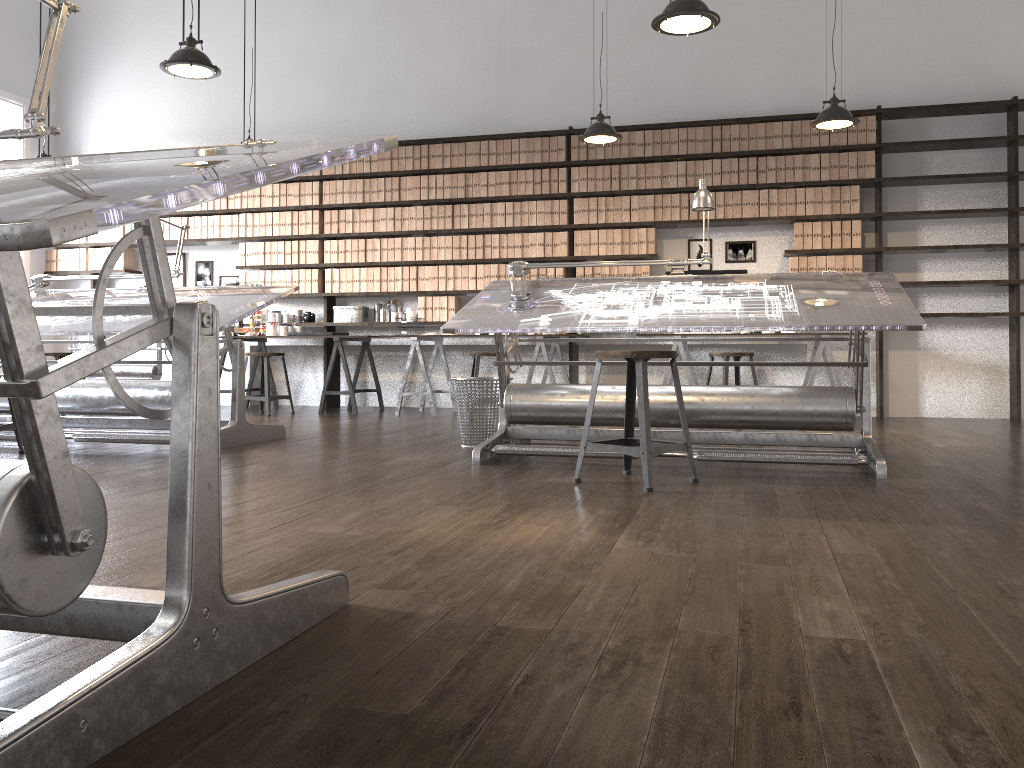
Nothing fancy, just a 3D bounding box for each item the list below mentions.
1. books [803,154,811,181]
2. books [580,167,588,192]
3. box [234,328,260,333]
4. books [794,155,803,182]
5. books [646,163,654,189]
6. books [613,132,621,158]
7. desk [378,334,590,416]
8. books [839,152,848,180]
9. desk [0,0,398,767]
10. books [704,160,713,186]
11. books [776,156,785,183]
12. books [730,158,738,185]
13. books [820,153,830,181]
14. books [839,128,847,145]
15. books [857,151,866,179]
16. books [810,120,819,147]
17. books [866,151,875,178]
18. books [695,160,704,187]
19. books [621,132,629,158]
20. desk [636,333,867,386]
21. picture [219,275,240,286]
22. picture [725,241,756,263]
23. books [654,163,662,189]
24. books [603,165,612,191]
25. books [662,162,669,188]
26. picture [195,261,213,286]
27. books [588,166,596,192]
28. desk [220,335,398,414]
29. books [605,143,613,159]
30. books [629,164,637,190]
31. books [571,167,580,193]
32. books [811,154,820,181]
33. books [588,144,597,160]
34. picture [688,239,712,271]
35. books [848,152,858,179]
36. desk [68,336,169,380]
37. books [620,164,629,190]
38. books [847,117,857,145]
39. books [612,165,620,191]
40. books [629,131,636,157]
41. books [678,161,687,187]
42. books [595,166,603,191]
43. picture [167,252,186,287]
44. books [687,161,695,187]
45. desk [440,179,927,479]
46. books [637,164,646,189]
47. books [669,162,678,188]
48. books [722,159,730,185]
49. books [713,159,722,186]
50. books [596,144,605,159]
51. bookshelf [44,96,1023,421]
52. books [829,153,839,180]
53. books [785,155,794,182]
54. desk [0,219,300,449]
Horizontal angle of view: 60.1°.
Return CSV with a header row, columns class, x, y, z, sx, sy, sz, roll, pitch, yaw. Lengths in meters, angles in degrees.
class,x,y,z,sx,sy,sz,roll,pitch,yaw
books,2.394,-1.734,7.194,0.067,0.226,0.174,0,0,15
books,0.633,-1.751,7.662,0.067,0.226,0.174,0,0,15
box,-2.436,-0.478,8.185,0.212,0.083,0.137,0,1,15
books,2.328,-1.735,7.206,0.067,0.226,0.174,0,0,15
books,1.178,-1.746,7.522,0.067,0.226,0.174,0,0,15
books,0.912,-2.026,7.598,0.067,0.226,0.174,0,0,15
desk,-0.224,-0.073,7.470,1.668,0.670,0.655,0,0,15
books,2.660,-1.732,7.124,0.067,0.226,0.174,0,0,15
desk,-1.292,-0.240,1.593,2.068,1.388,1.076,0,0,15
books,1.640,-1.741,7.394,0.067,0.226,0.174,0,0,15
books,2.196,-1.736,7.248,0.067,0.226,0.174,0,0,15
books,1.841,-1.740,7.341,0.067,0.226,0.174,0,0,15
books,2.524,-1.733,7.155,0.067,0.226,0.174,0,0,15
books,2.652,-2.009,7.129,0.067,0.226,0.174,0,0,15
books,2.792,-1.731,7.087,0.067,0.226,0.174,0,0,15
books,2.451,-2.011,7.182,0.067,0.226,0.174,0,0,15
books,2.852,-1.730,7.069,0.067,0.226,0.174,0,0,15
books,1.574,-1.742,7.416,0.067,0.226,0.174,0,0,15
books,0.976,-2.025,7.575,0.067,0.226,0.174,0,0,15
desk,1.844,-0.054,6.915,1.668,0.670,0.655,0,0,15
picture,-2.775,-0.979,8.738,0.251,0.184,0.023,0,-1,15
picture,1.929,-1.114,7.478,0.251,0.184,0.023,0,-1,15
books,1.242,-1.745,7.498,0.067,0.226,0.174,0,0,15
books,0.828,-1.749,7.616,0.067,0.226,0.174,0,0,15
books,1.307,-1.745,7.486,0.067,0.226,0.174,0,0,15
picture,-3.063,-1.084,8.819,0.201,0.285,0.022,0,-1,14
books,0.702,-1.750,7.643,0.067,0.226,0.174,0,0,15
desk,-1.928,-0.089,7.928,1.668,0.670,0.655,0,0,15
books,0.844,-2.026,7.617,0.067,0.226,0.174,0,0,15
books,1.040,-1.747,7.554,0.067,0.226,0.174,0,0,15
books,0.563,-1.751,7.684,0.067,0.226,0.174,0,0,15
books,2.454,-1.734,7.176,0.067,0.226,0.174,0,0,15
books,0.707,-2.028,7.654,0.067,0.226,0.174,0,0,15
picture,1.606,-1.097,7.565,0.201,0.285,0.022,0,-1,14
books,2.726,-1.731,7.100,0.067,0.226,0.174,0,0,15
desk,-3.514,-0.322,8.327,1.268,1.099,1.071,0,0,15
books,0.972,-1.748,7.577,0.067,0.226,0.174,0,0,15
books,2.725,-2.009,7.110,0.067,0.226,0.174,0,0,15
books,0.899,-1.748,7.592,0.067,0.226,0.174,0,0,15
books,1.042,-2.024,7.562,0.067,0.226,0.174,0,0,15
books,1.437,-1.743,7.447,0.067,0.226,0.174,0,0,15
books,0.765,-1.750,7.631,0.067,0.226,0.174,0,0,15
picture,-3.468,-1.030,8.916,0.415,0.575,0.040,0,-1,15
books,1.506,-1.743,7.433,0.067,0.226,0.174,0,0,15
desk,0.802,-0.331,4.329,2.068,1.388,1.076,0,0,15
books,1.109,-1.746,7.540,0.067,0.226,0.174,0,0,15
books,1.367,-1.744,7.468,0.067,0.226,0.174,0,0,15
books,1.779,-1.740,7.354,0.067,0.226,0.174,0,0,15
books,1.709,-1.741,7.372,0.067,0.226,0.174,0,0,15
books,0.774,-2.027,7.631,0.067,0.226,0.174,0,0,15
bookshelf,-0.279,-0.643,7.978,9.176,3.211,0.373,0,-1,15
books,2.593,-1.733,7.141,0.067,0.226,0.174,0,0,15
books,2.265,-1.736,7.230,0.067,0.226,0.174,0,0,15
desk,-2.435,-0.361,5.199,2.279,1.388,1.076,0,0,15
